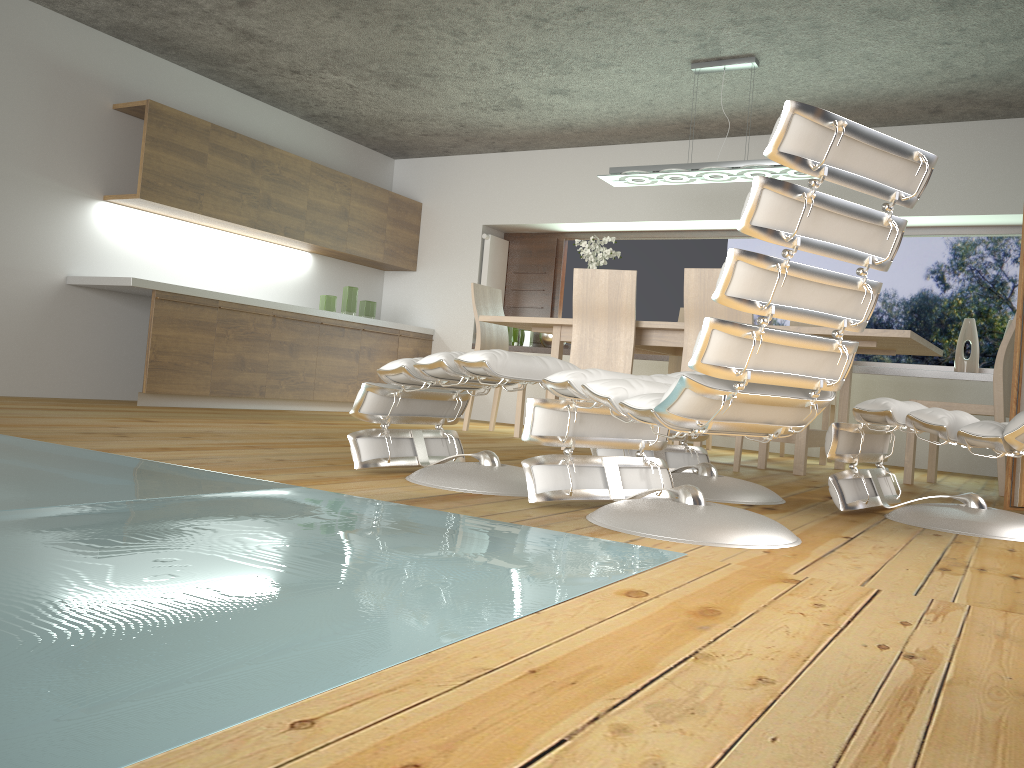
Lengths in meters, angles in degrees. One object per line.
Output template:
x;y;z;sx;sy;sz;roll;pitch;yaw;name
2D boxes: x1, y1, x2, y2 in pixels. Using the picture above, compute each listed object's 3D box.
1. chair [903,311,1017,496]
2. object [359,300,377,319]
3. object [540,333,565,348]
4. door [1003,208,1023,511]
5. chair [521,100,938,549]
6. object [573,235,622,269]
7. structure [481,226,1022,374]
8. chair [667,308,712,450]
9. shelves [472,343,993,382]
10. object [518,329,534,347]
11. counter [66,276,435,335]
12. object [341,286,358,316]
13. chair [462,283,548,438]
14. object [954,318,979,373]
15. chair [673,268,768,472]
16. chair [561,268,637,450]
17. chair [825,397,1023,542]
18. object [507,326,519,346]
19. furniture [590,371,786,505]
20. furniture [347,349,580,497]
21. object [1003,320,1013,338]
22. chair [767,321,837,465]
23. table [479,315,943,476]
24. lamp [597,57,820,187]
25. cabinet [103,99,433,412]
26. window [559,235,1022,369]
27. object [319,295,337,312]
2.397;0.038;4.598;0.506;1.018;0.403;3;-2;43;chair
-1.254;-0.639;7.695;0.111;0.160;0.112;6;-2;-36;object
0.365;-0.380;7.900;0.247;0.137;0.247;5;-1;-25;object
2.472;-0.678;3.585;0.934;2.420;0.163;5;-2;-15;door
0.522;-0.106;2.313;0.569;0.969;0.914;6;-1;-35;chair
0.548;-0.673;5.805;0.305;0.608;0.301;4;-2;33;object
1.896;-0.701;7.103;4.880;1.155;0.525;5;-1;30;structure
1.183;-0.061;6.245;0.404;1.018;0.505;3;-2;41;chair
1.840;-0.160;7.065;4.875;0.054;0.403;5;0;30;shelves
0.129;-0.411;8.097;0.111;0.160;0.112;5;-1;14;object
-1.820;-0.582;7.059;0.653;0.054;3.280;5;0;30;counter
-1.385;-0.698;7.555;0.099;0.259;0.099;6;-2;-36;object
-0.017;-0.164;6.092;0.506;1.018;0.403;4;-2;33;chair
3.203;-0.266;6.228;0.153;0.384;0.153;4;-2;26;object
1.126;-0.071;4.708;0.404;1.018;0.505;4;-2;29;chair
0.548;-0.119;5.107;0.404;1.018;0.505;4;-2;19;chair
1.566;-0.015;2.884;0.915;0.969;0.568;4;-2;40;chair
-0.007;-0.471;8.028;0.099;0.259;0.099;4;-2;34;object
0.706;0.178;3.314;0.569;0.440;0.686;5;-1;-25;furniture
-0.111;0.107;2.965;0.686;0.440;0.568;4;-1;36;furniture
3.439;-0.247;6.092;0.153;0.384;0.153;4;-2;26;object
1.972;0.006;5.953;0.404;1.018;0.505;4;-2;28;chair
1.134;0.062;5.376;2.503;0.756;1.198;5;-1;33;table
1.297;-1.641;5.511;1.491;0.720;0.289;5;-2;30;lamp
-1.752;-0.806;7.148;0.656;2.006;3.087;4;-1;30;cabinet
2.260;-0.700;7.142;4.190;0.979;0.012;5;-2;30;window
-1.551;-0.665;7.471;0.112;0.160;0.111;6;-2;-36;object
